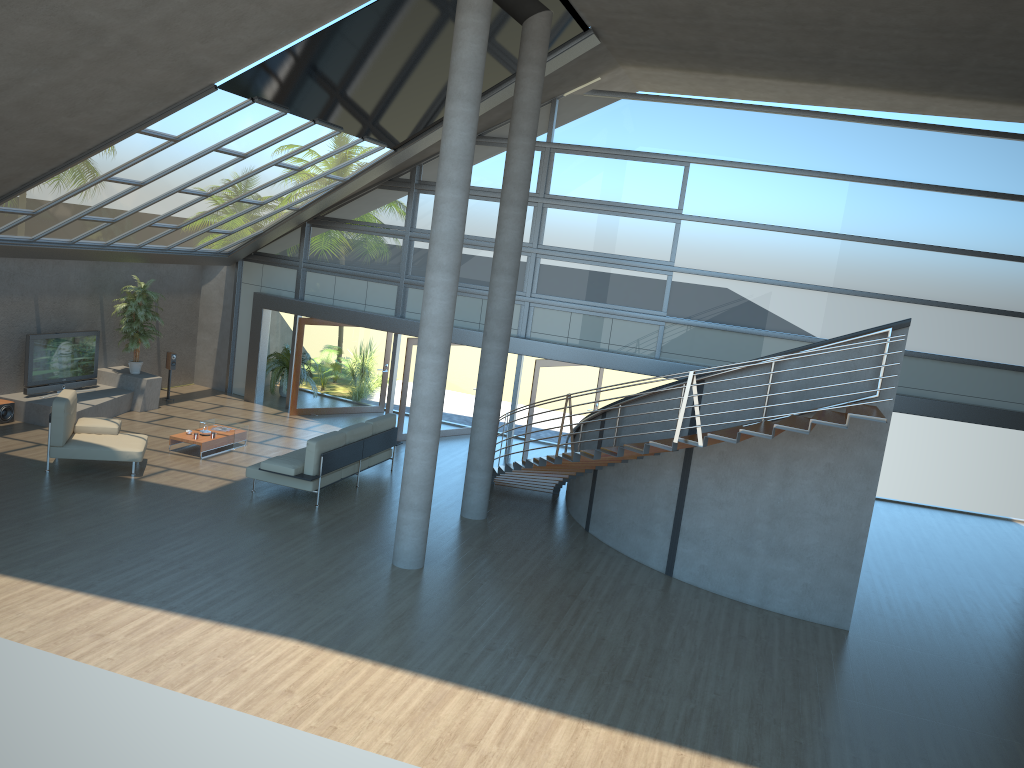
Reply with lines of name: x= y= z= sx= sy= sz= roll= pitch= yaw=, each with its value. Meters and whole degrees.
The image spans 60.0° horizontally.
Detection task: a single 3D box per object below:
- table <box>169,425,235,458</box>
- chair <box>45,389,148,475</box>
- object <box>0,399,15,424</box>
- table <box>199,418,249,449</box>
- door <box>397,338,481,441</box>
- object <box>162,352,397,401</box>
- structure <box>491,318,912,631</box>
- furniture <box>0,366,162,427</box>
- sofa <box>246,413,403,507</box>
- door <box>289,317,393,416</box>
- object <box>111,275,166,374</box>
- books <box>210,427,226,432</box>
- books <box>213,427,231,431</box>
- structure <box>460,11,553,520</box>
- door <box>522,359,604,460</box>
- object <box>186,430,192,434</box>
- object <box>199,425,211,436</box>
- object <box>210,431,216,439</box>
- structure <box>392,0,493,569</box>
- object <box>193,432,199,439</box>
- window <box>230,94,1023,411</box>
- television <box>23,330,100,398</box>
table: x=-4.935 y=0.923 z=14.437 sx=0.600 sy=0.250 sz=1.200 roll=10 pitch=9 yaw=16
chair: x=-5.895 y=0.667 z=12.718 sx=1.244 sy=1.023 sz=1.217 roll=5 pitch=9 yaw=-18
object: x=-8.348 y=0.439 z=14.364 sx=0.425 sy=0.323 sz=0.362 roll=10 pitch=9 yaw=16
table: x=-4.811 y=0.828 z=14.809 sx=0.680 sy=0.342 sz=0.400 roll=10 pitch=9 yaw=16
door: x=-1.312 y=0.080 z=17.399 sx=0.200 sy=1.977 sz=2.298 roll=14 pitch=11 yaw=39
object: x=-9.045 y=-0.161 z=15.689 sx=7.863 sy=0.982 sz=21.345 roll=10 pitch=9 yaw=19
structure: x=1.657 y=0.509 z=11.521 sx=2.349 sy=3.653 sz=6.809 roll=2 pitch=10 yaw=-35
furniture: x=-7.341 y=0.221 z=15.806 sx=1.577 sy=0.610 sz=2.936 roll=10 pitch=9 yaw=16
sofa: x=-2.792 y=1.013 z=13.498 sx=1.166 sy=0.947 sz=3.079 roll=10 pitch=9 yaw=15
door: x=-3.485 y=-0.350 z=18.336 sx=2.298 sy=1.977 sz=0.200 roll=-1 pitch=12 yaw=-44
object: x=-6.993 y=-1.108 z=16.573 sx=0.932 sy=1.857 sz=0.895 roll=4 pitch=9 yaw=-25
books: x=-4.859 y=0.757 z=14.738 sx=0.275 sy=0.005 sz=0.189 roll=7 pitch=8 yaw=-4
books: x=-4.827 y=0.751 z=14.781 sx=0.275 sy=0.005 sz=0.189 roll=7 pitch=8 yaw=-1
structure: x=-0.088 y=-1.605 z=12.211 sx=0.381 sy=7.125 sz=0.382 roll=3 pitch=10 yaw=-30
door: x=0.997 y=0.495 z=16.677 sx=0.200 sy=1.977 sz=2.298 roll=14 pitch=11 yaw=36
object: x=-5.163 y=0.760 z=14.180 sx=0.102 sy=0.086 sz=0.100 roll=11 pitch=9 yaw=20
object: x=-4.928 y=0.742 z=14.249 sx=0.178 sy=0.161 sz=0.178 roll=2 pitch=10 yaw=-32
object: x=-4.759 y=0.812 z=14.137 sx=0.085 sy=0.101 sz=0.070 roll=-1 pitch=12 yaw=-45
structure: x=-0.767 y=-1.365 z=9.999 sx=0.381 sy=7.125 sz=0.382 roll=10 pitch=9 yaw=16
object: x=-4.974 y=0.813 z=13.942 sx=0.085 sy=0.101 sz=0.070 roll=10 pitch=9 yaw=14
window: x=2.098 y=-1.648 z=16.149 sx=16.616 sy=6.630 sz=1.098 roll=10 pitch=9 yaw=14
television: x=-7.791 y=-0.369 z=15.395 sx=0.396 sy=1.063 sz=1.568 roll=10 pitch=9 yaw=16
